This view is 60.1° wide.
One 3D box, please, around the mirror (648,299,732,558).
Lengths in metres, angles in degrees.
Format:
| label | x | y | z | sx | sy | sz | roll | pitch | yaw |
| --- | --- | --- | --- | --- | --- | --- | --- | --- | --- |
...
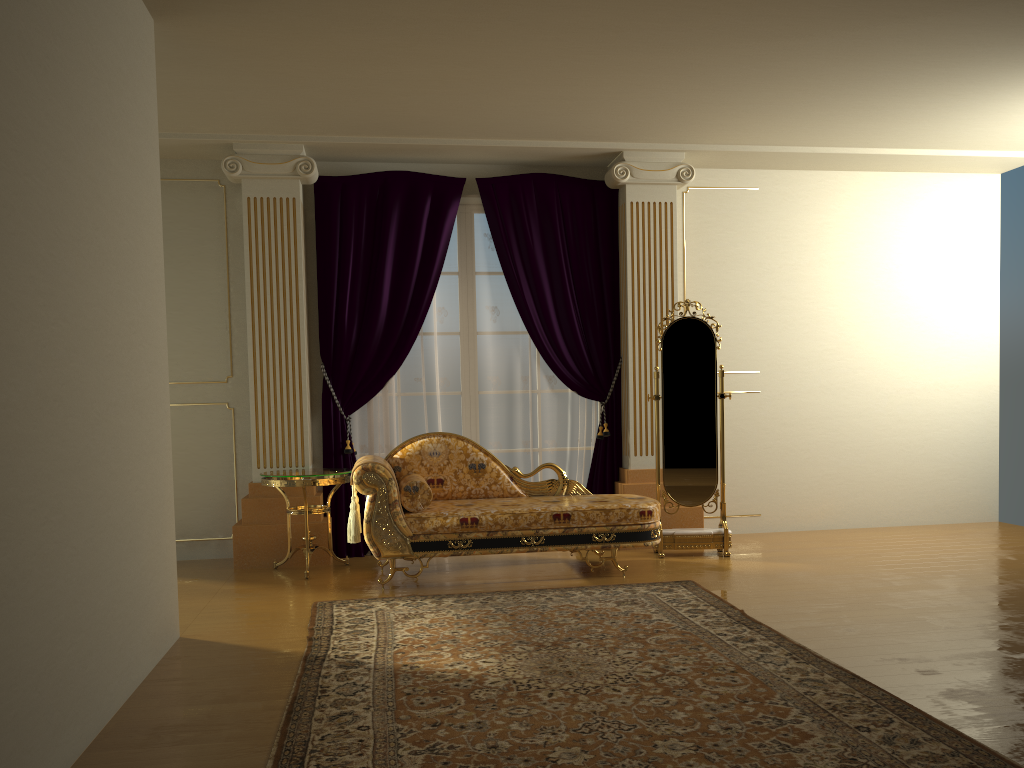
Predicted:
| label | x | y | z | sx | sy | sz | roll | pitch | yaw |
| --- | --- | --- | --- | --- | --- | --- | --- | --- | --- |
| mirror | 1.176 | 0.291 | 5.854 | 0.541 | 1.704 | 0.242 | -1 | 3 | 1 |

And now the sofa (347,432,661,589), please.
| label | x | y | z | sx | sy | sz | roll | pitch | yaw |
| --- | --- | --- | --- | --- | --- | --- | --- | --- | --- |
| sofa | -0.035 | 0.724 | 5.384 | 1.892 | 0.873 | 0.692 | -1 | 1 | -9 |

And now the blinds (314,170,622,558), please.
| label | x | y | z | sx | sy | sz | roll | pitch | yaw |
| --- | --- | --- | --- | --- | --- | --- | --- | --- | --- |
| blinds | -0.271 | -0.140 | 6.281 | 2.234 | 2.660 | 0.338 | -1 | 3 | -8 |

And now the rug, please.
| label | x | y | z | sx | sy | sz | roll | pitch | yaw |
| --- | --- | --- | --- | --- | --- | --- | --- | --- | --- |
| rug | 0.218 | 1.105 | 3.382 | 2.116 | 0.017 | 3.075 | -1 | -1 | -9 |

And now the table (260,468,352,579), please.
| label | x | y | z | sx | sy | sz | roll | pitch | yaw |
| --- | --- | --- | --- | --- | --- | --- | --- | --- | --- |
| table | -1.288 | 0.874 | 5.601 | 0.571 | 0.645 | 0.570 | 0 | 1 | 36 |
